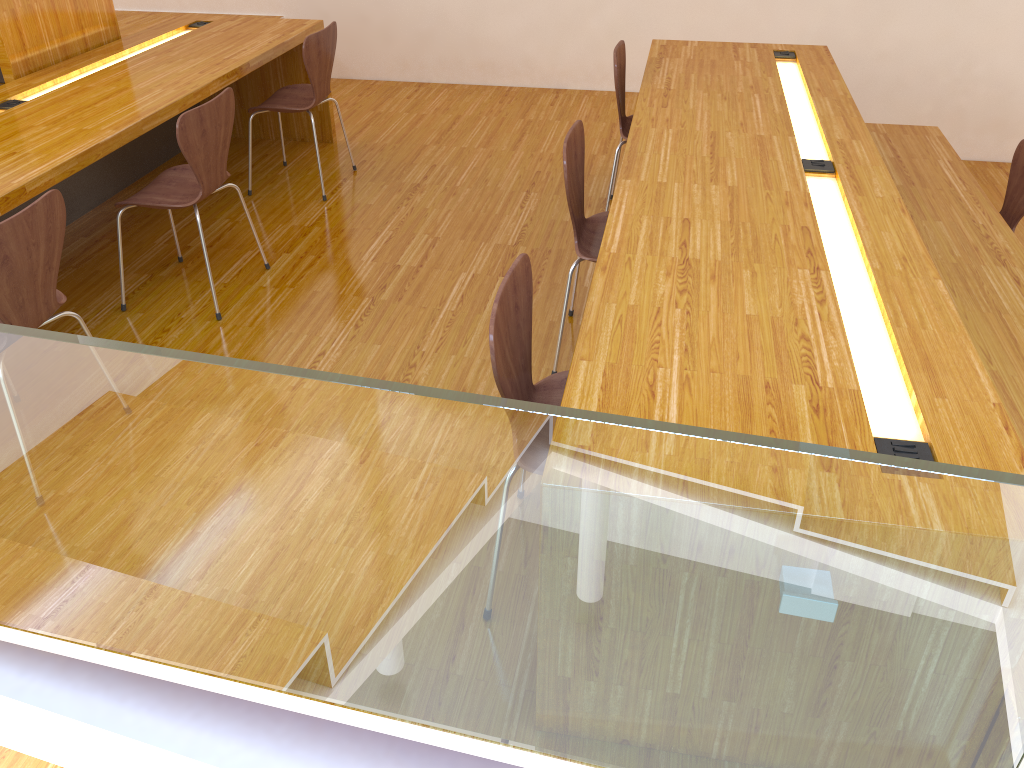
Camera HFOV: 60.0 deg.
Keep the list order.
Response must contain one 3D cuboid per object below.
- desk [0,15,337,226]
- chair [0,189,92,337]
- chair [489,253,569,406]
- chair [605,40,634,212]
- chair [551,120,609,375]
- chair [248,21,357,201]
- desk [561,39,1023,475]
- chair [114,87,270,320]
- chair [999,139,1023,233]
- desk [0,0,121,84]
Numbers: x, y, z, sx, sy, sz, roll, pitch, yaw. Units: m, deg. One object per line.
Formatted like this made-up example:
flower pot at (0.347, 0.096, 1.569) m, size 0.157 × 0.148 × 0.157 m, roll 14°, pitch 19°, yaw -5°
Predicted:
desk at (-1.600, -0.735, 3.304) m, size 0.760 × 0.606 × 3.185 m, roll 6°, pitch 33°, yaw 9°
chair at (-1.329, -0.122, 2.269) m, size 0.381 × 0.693 × 0.428 m, roll 6°, pitch 33°, yaw 9°
chair at (0.163, 0.118, 1.891) m, size 0.381 × 0.693 × 0.428 m, roll 6°, pitch 33°, yaw 9°
chair at (0.586, -0.997, 3.609) m, size 0.381 × 0.693 × 0.428 m, roll 6°, pitch 33°, yaw 9°
chair at (0.342, -0.402, 2.692) m, size 0.381 × 0.693 × 0.428 m, roll 6°, pitch 33°, yaw 9°
chair at (-0.981, -1.244, 3.998) m, size 0.381 × 0.693 × 0.428 m, roll 6°, pitch 33°, yaw 9°
desk at (0.968, -0.243, 2.819) m, size 1.285 × 0.918 × 3.236 m, roll 6°, pitch 33°, yaw 9°
chair at (-1.150, -0.642, 3.070) m, size 0.381 × 0.693 × 0.428 m, roll 6°, pitch 33°, yaw 9°
chair at (1.832, -0.609, 3.582) m, size 0.381 × 0.693 × 0.428 m, roll 6°, pitch 33°, yaw 9°
desk at (-3.434, -1.615, 3.976) m, size 3.185 × 0.606 × 0.760 m, roll 6°, pitch 33°, yaw 9°
